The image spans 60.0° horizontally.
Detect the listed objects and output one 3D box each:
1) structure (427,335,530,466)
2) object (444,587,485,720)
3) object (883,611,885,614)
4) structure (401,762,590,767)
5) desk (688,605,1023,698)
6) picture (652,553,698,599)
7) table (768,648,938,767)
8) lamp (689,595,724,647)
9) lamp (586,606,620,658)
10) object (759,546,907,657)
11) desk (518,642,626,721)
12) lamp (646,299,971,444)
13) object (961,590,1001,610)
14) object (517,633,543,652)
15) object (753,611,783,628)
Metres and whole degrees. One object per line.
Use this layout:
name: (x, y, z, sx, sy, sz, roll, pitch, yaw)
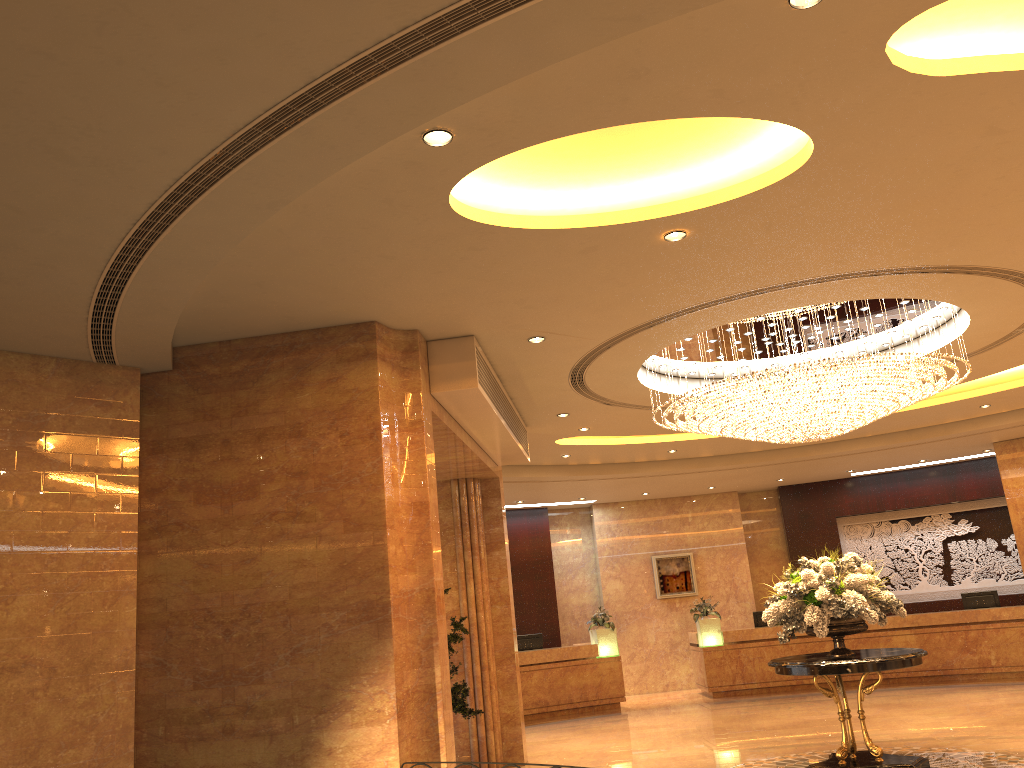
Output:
structure: (-0.258, 0.327, 9.766, 0.425, 0.483, 4.113, -7, -15, 6)
object: (-1.048, 3.348, 10.098, 1.250, 2.363, 0.843, -2, -15, -13)
object: (6.729, 4.355, 16.720, 0.430, 0.500, 0.531, 4, -18, -32)
structure: (-0.687, 2.111, 2.174, 3.815, 0.995, 7.624, -12, -16, 24)
desk: (8.906, 4.102, 14.116, 12.951, 1.155, 3.466, -18, -19, 39)
picture: (3.470, 4.078, 18.886, 0.875, 0.890, 0.068, -5, -15, -3)
table: (3.325, 3.190, 8.584, 1.493, 1.089, 1.493, -5, -15, 0)
lamp: (3.698, 4.504, 16.849, 0.577, 0.925, 0.542, -8, -15, 8)
lamp: (1.672, 4.622, 16.574, 0.570, 0.923, 0.580, -6, -15, 3)
object: (3.215, 2.196, 8.882, 1.277, 0.999, 1.318, -16, -18, 35)
desk: (-0.358, 5.415, 15.757, 5.227, 1.155, 1.570, 3, -17, -28)
lamp: (3.081, 0.018, 9.421, 3.206, 1.196, 3.204, -19, -20, 41)
object: (8.449, 3.988, 15.950, 0.430, 0.500, 0.531, 0, -16, -21)
object: (0.148, 4.900, 16.373, 0.918, 0.500, 0.397, -2, -15, -11)
object: (4.979, 4.624, 17.109, 0.531, 0.500, 0.430, -19, -20, 41)
